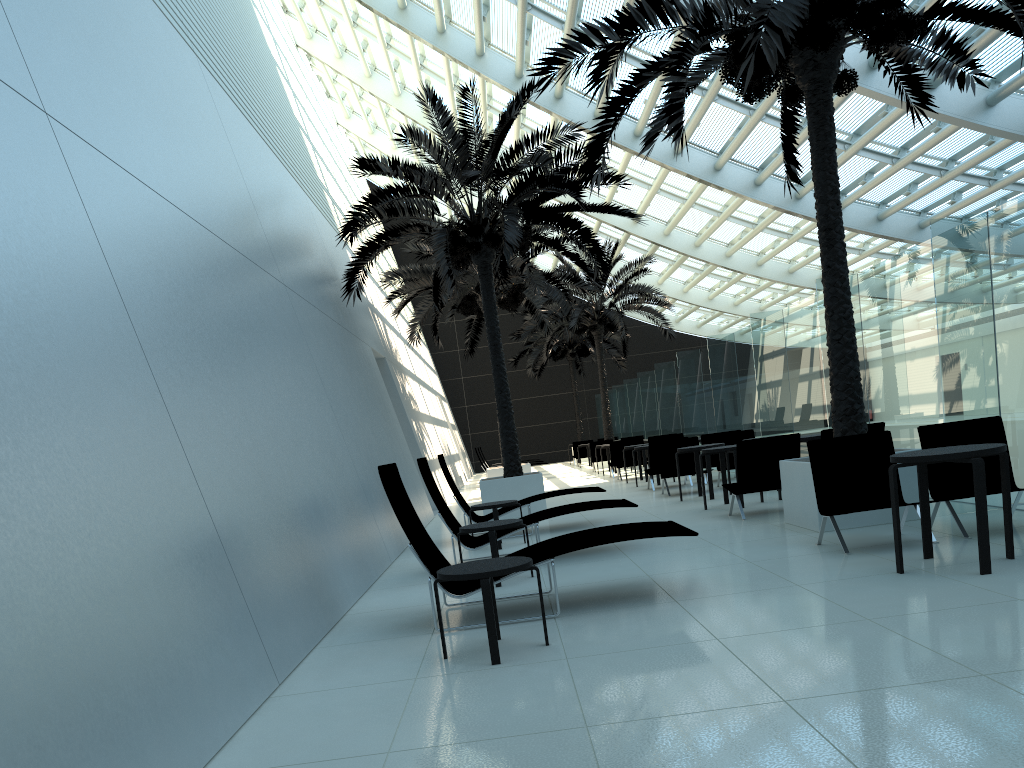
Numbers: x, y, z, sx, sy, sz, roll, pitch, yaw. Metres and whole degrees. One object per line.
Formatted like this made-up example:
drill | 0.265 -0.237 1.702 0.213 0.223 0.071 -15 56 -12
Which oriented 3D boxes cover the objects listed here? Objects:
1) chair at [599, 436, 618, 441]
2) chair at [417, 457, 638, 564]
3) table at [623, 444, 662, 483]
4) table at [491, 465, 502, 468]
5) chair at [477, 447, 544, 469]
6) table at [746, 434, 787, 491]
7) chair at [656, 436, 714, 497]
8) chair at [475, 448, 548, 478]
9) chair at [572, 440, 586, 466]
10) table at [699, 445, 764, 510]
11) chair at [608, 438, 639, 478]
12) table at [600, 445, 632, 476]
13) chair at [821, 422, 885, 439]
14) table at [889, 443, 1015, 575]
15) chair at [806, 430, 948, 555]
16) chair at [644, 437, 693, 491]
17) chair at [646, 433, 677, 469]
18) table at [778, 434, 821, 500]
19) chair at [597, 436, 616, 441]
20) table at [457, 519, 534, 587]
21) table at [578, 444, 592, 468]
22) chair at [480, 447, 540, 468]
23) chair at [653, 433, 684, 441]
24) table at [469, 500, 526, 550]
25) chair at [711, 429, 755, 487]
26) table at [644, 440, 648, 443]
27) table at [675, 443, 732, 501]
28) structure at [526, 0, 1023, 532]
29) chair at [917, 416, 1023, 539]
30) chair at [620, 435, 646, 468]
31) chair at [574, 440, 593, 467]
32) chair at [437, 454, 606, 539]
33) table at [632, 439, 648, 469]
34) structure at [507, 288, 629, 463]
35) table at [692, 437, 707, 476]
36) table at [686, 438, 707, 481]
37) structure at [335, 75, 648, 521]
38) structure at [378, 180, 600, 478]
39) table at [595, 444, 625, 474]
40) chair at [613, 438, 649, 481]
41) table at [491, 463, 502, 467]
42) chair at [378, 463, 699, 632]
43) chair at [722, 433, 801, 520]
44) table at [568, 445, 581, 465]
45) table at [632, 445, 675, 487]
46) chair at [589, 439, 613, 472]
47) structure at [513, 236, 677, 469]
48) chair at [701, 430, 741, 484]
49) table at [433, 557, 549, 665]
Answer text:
chair | 3.559 2.344 31.057 0.716 0.895 0.881 -7 2 -1
chair | 0.174 1.180 8.761 2.036 1.168 0.914 -8 3 0
table | 2.762 1.678 18.486 0.686 0.788 0.668 -6 3 38
table | -0.346 2.778 26.984 0.559 0.521 0.545 -6 2 42
chair | -0.020 2.480 28.108 2.036 1.168 0.914 -8 3 0
table | 3.780 1.171 12.836 0.686 0.788 0.668 -6 3 38
chair | 2.805 1.328 14.126 0.716 0.895 0.881 -7 2 -1
chair | 0.006 2.307 25.535 2.036 1.168 0.914 -8 3 0
chair | 2.632 2.578 32.760 0.716 0.895 0.881 -7 2 -1
table | 2.825 1.191 11.224 0.685 0.788 0.668 -5 3 42
chair | 2.745 1.820 21.481 0.716 0.895 0.881 -7 2 -1
table | 2.711 1.960 22.665 0.685 0.788 0.668 -5 3 42
chair | 3.785 0.929 10.035 0.716 0.895 0.881 -7 2 -1
table | 2.890 0.822 5.743 0.669 0.788 0.685 -10 3 -43
chair | 2.877 0.843 6.913 0.716 0.895 0.881 -7 2 -1
chair | 2.802 1.441 15.836 0.716 0.895 0.881 -7 2 -1
chair | 3.670 1.698 21.476 0.716 0.895 0.881 -7 2 -1
table | 3.787 1.064 11.218 0.685 0.788 0.668 -5 3 42
chair | 3.557 2.456 32.755 0.716 0.895 0.881 -7 2 -1
table | -0.151 1.478 7.637 0.559 0.521 0.545 -6 2 42
table | 2.649 2.436 29.766 0.686 0.788 0.668 -6 3 38
chair | -0.047 2.658 30.761 2.036 1.168 0.914 -8 3 0
chair | 3.673 1.586 19.778 0.716 0.895 0.881 -7 2 -1
table | -0.177 1.651 10.211 0.559 0.521 0.545 -6 2 42
chair | 3.729 1.206 14.121 0.716 0.895 0.881 -7 2 -1
table | 3.672 1.833 22.659 0.685 0.788 0.668 -5 3 42
table | 2.818 1.299 12.841 0.686 0.788 0.668 -6 3 38
structure | 2.902 -2.164 8.052 4.852 7.083 4.373 -6 4 18
chair | 3.802 0.721 6.908 0.716 0.895 0.881 -7 2 -1
chair | 3.617 1.961 25.363 0.716 0.895 0.881 -7 2 -1
chair | 2.635 2.466 31.062 0.716 0.895 0.881 -7 2 -1
chair | 0.148 1.353 11.334 2.036 1.168 0.914 -8 3 0
table | 3.667 1.928 24.091 0.686 0.788 0.668 -6 3 38
structure | 2.649 -0.333 35.351 4.414 7.081 4.810 -9 4 -22
table | 3.723 1.551 18.481 0.686 0.788 0.668 -6 3 38
table | 3.729 1.453 17.015 0.685 0.788 0.668 -5 3 42
structure | -0.275 -1.272 13.801 4.597 6.895 4.277 -9 4 -22
structure | -0.543 -0.872 19.802 4.322 6.955 4.550 -5 4 33
table | 2.705 2.055 24.096 0.686 0.788 0.668 -6 3 38
chair | 2.748 1.708 19.783 0.716 0.895 0.881 -7 2 -1
table | -0.372 2.956 29.638 0.559 0.521 0.545 -6 2 42
chair | 0.200 1.007 6.188 2.036 1.168 0.914 -8 3 0
chair | 2.860 1.052 10.040 0.716 0.895 0.881 -7 2 -1
table | 2.598 2.718 33.944 0.669 0.788 0.685 -10 3 -43
table | 2.767 1.581 17.020 0.685 0.788 0.668 -5 3 42
chair | 2.692 2.084 25.368 0.716 0.895 0.881 -7 2 -1
structure | 2.705 -0.877 27.203 4.809 7.083 4.412 -8 4 -7
chair | 3.727 1.319 15.831 0.716 0.895 0.881 -7 2 -1
table | -0.126 1.305 5.064 0.559 0.521 0.545 -6 2 42
